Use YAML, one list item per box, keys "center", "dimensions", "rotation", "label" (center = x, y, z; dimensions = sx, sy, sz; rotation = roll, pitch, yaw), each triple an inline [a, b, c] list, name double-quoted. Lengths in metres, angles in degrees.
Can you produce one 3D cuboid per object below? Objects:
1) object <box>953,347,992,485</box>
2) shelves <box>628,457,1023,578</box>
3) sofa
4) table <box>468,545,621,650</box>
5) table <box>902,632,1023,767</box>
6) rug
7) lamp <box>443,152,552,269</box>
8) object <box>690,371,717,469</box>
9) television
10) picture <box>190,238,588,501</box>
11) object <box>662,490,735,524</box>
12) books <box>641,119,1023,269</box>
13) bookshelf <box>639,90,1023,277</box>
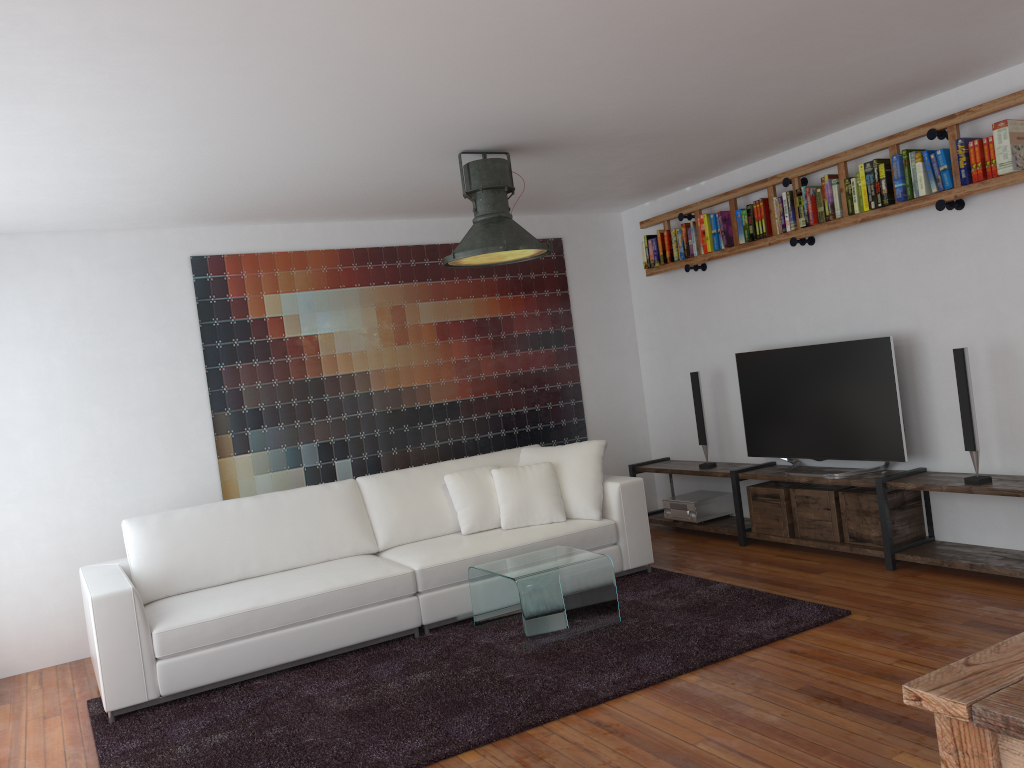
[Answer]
- center: [2.313, 0.159, 4.476]
  dimensions: [0.089, 0.687, 0.089]
  rotation: [-8, 1, -19]
  label: "object"
- center: [1.939, 0.772, 5.453]
  dimensions: [0.414, 0.506, 3.473]
  rotation: [-8, 1, -29]
  label: "shelves"
- center: [-0.746, 0.953, 5.100]
  dimensions: [3.086, 0.842, 0.987]
  rotation: [-8, 1, -29]
  label: "sofa"
- center: [0.155, 1.083, 4.601]
  dimensions: [0.551, 0.337, 0.565]
  rotation: [-8, 1, -29]
  label: "table"
- center: [1.585, 0.778, 0.929]
  dimensions: [0.969, 0.735, 1.910]
  rotation: [-8, 1, -28]
  label: "table"
- center: [-0.235, 1.319, 4.265]
  dimensions: [3.193, 0.019, 1.895]
  rotation: [-8, 1, -29]
  label: "rug"
- center: [-0.111, -0.930, 4.633]
  dimensions: [0.572, 0.561, 0.572]
  rotation: [-8, 1, -24]
  label: "lamp"
- center: [1.349, 0.254, 6.295]
  dimensions: [0.089, 0.687, 0.089]
  rotation: [-8, 1, -44]
  label: "object"
- center: [1.865, 0.152, 5.442]
  dimensions: [0.298, 0.786, 1.230]
  rotation: [-8, 1, -29]
  label: "television"
- center: [-0.681, 0.090, 6.254]
  dimensions: [2.770, 2.136, 0.007]
  rotation: [-8, 1, -29]
  label: "picture"
- center: [1.367, 0.903, 6.495]
  dimensions: [0.400, 0.170, 0.350]
  rotation: [-8, 1, -30]
  label: "object"
- center: [2.513, -2.021, 4.399]
  dimensions: [0.733, 1.974, 5.671]
  rotation: [-8, 1, -39]
  label: "books"
- center: [1.771, -1.083, 5.484]
  dimensions: [0.161, 0.465, 2.983]
  rotation: [-8, 1, -29]
  label: "bookshelf"
